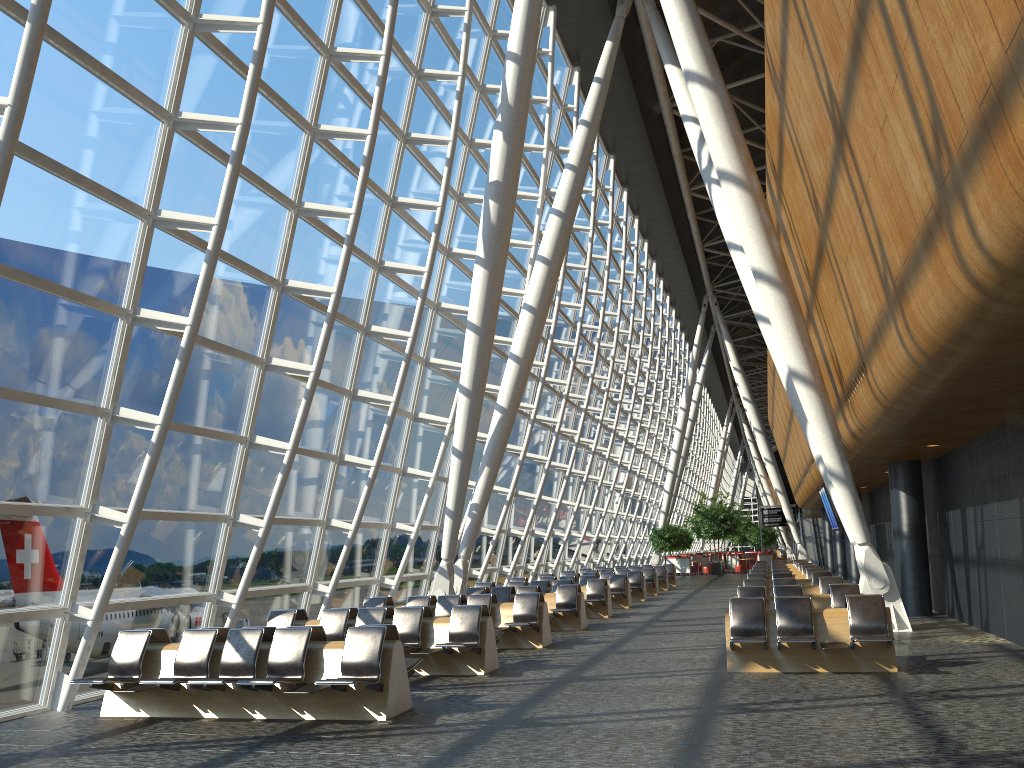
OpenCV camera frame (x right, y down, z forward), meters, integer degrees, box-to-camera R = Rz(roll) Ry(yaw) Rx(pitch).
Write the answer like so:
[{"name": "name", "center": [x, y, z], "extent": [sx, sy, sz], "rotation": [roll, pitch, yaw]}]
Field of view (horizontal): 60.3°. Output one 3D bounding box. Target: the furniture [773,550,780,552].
[{"name": "furniture", "center": [23.784, 15.529, 80.002], "extent": [1.900, 0.860, 1.678], "rotation": [-5, -10, 16]}]

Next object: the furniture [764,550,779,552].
[{"name": "furniture", "center": [24.622, 16.047, 82.876], "extent": [1.900, 0.860, 1.678], "rotation": [-5, -10, 16]}]

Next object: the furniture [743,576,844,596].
[{"name": "furniture", "center": [5.250, 4.051, 16.438], "extent": [1.900, 0.860, 1.678], "rotation": [-5, -10, 16]}]

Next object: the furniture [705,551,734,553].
[{"name": "furniture", "center": [21.723, 18.071, 92.806], "extent": [3.258, 0.860, 1.678], "rotation": [-5, -10, 16]}]

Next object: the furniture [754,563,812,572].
[{"name": "furniture", "center": [8.601, 6.126, 27.931], "extent": [1.900, 0.860, 1.678], "rotation": [-5, -10, 16]}]

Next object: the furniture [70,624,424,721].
[{"name": "furniture", "center": [-2.675, 2.961, 9.129], "extent": [3.258, 0.860, 1.678], "rotation": [-5, -10, 16]}]

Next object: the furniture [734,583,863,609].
[{"name": "furniture", "center": [4.413, 3.532, 13.565], "extent": [1.900, 0.860, 1.678], "rotation": [-5, -10, 16]}]

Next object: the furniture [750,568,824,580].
[{"name": "furniture", "center": [6.926, 5.089, 22.184], "extent": [1.900, 0.860, 1.678], "rotation": [-5, -10, 16]}]

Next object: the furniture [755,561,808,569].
[{"name": "furniture", "center": [9.439, 6.645, 30.804], "extent": [1.900, 0.860, 1.678], "rotation": [-5, -10, 16]}]

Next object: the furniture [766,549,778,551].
[{"name": "furniture", "center": [27.973, 18.123, 94.368], "extent": [1.900, 0.860, 1.678], "rotation": [-5, -10, 16]}]

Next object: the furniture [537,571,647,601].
[{"name": "furniture", "center": [2.352, 6.074, 26.369], "extent": [3.258, 0.860, 1.678], "rotation": [-5, -10, 16]}]

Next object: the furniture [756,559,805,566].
[{"name": "furniture", "center": [10.277, 7.164, 33.677], "extent": [1.900, 0.860, 1.678], "rotation": [-5, -10, 16]}]

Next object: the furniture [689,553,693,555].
[{"name": "furniture", "center": [13.003, 12.666, 63.265], "extent": [0.890, 0.996, 2.862], "rotation": [-4, -10, 13]}]

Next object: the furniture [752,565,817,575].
[{"name": "furniture", "center": [7.764, 5.607, 25.058], "extent": [1.900, 0.860, 1.678], "rotation": [-5, -10, 16]}]

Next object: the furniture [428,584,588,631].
[{"name": "furniture", "center": [-0.162, 4.518, 17.749], "extent": [3.258, 0.860, 1.678], "rotation": [-5, -10, 16]}]

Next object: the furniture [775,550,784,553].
[{"name": "furniture", "center": [22.946, 15.010, 77.129], "extent": [1.900, 0.860, 1.678], "rotation": [-5, -10, 16]}]

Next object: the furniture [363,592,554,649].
[{"name": "furniture", "center": [-0.999, 3.999, 14.876], "extent": [3.258, 0.860, 1.678], "rotation": [-5, -10, 16]}]

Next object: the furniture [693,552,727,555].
[{"name": "furniture", "center": [17.534, 15.477, 78.440], "extent": [3.258, 0.860, 1.678], "rotation": [-5, -10, 16]}]

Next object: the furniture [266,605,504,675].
[{"name": "furniture", "center": [-1.837, 3.480, 12.002], "extent": [3.258, 0.860, 1.678], "rotation": [-5, -10, 16]}]

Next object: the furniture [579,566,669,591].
[{"name": "furniture", "center": [4.027, 7.112, 32.115], "extent": [3.258, 0.860, 1.678], "rotation": [-5, -10, 16]}]

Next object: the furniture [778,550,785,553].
[{"name": "furniture", "center": [22.108, 14.491, 74.256], "extent": [1.900, 0.860, 1.678], "rotation": [-5, -10, 16]}]

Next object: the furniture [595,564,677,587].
[{"name": "furniture", "center": [4.865, 7.631, 34.988], "extent": [3.258, 0.860, 1.678], "rotation": [-5, -10, 16]}]

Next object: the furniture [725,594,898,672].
[{"name": "furniture", "center": [3.575, 3.013, 10.691], "extent": [1.900, 0.860, 1.678], "rotation": [-5, -10, 16]}]

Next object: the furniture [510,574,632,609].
[{"name": "furniture", "center": [1.514, 5.555, 23.495], "extent": [3.258, 0.860, 1.678], "rotation": [-5, -10, 16]}]

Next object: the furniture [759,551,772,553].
[{"name": "furniture", "center": [15.429, 10.806, 54.089], "extent": [0.892, 0.996, 2.852], "rotation": [-6, -11, 28]}]

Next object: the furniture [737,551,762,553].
[{"name": "furniture", "center": [16.462, 12.028, 60.662], "extent": [2.831, 0.998, 0.898], "rotation": [4, -10, -31]}]

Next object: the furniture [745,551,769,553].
[{"name": "furniture", "center": [15.749, 11.357, 57.020], "extent": [0.888, 0.996, 2.867], "rotation": [0, -10, -16]}]

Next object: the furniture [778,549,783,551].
[{"name": "furniture", "center": [26.297, 17.085, 88.622], "extent": [1.900, 0.860, 1.678], "rotation": [-5, -10, 16]}]

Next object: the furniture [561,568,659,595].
[{"name": "furniture", "center": [3.189, 6.593, 29.242], "extent": [3.258, 0.860, 1.678], "rotation": [-5, -10, 16]}]

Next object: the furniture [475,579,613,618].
[{"name": "furniture", "center": [0.676, 5.037, 20.622], "extent": [3.258, 0.860, 1.678], "rotation": [-5, -10, 16]}]

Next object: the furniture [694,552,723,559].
[{"name": "furniture", "center": [14.750, 13.054, 65.649], "extent": [2.831, 0.998, 0.898], "rotation": [4, -10, -31]}]

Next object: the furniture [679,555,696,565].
[{"name": "furniture", "center": [11.122, 11.078, 54.614], "extent": [0.888, 0.996, 2.867], "rotation": [0, -10, -16]}]

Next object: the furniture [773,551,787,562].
[{"name": "furniture", "center": [21.271, 13.972, 71.383], "extent": [1.900, 0.860, 1.678], "rotation": [-5, -10, 16]}]

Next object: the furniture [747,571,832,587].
[{"name": "furniture", "center": [6.088, 4.570, 19.311], "extent": [1.900, 0.860, 1.678], "rotation": [-5, -10, 16]}]

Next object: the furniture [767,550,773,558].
[{"name": "furniture", "center": [18.209, 12.417, 63.045], "extent": [0.890, 0.996, 2.862], "rotation": [-4, -10, 13]}]
